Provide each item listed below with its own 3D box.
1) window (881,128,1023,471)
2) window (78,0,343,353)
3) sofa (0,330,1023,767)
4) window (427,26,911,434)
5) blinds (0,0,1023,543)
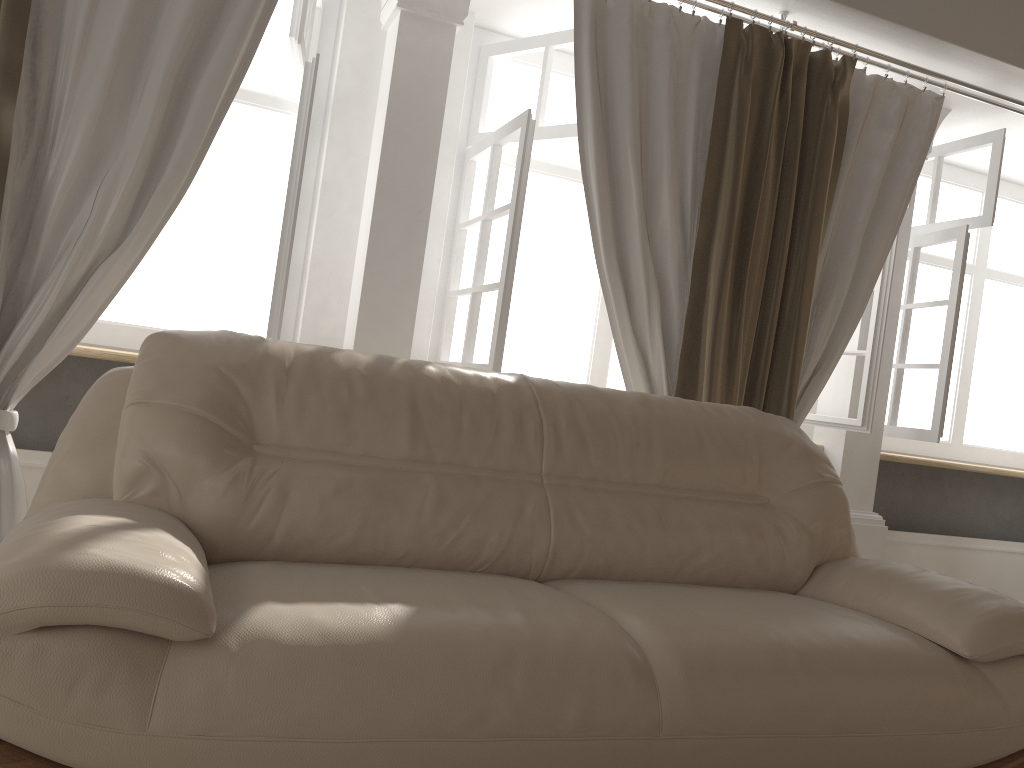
[{"bbox_3d":[2.483,-0.330,4.319,1.653,1.500,0.782,8,0,-21],"label":"window"},{"bbox_3d":[-1.381,-0.876,2.839,1.600,1.500,0.781,8,0,-21],"label":"window"},{"bbox_3d":[0.074,0.432,1.938,2.135,0.900,1.051,8,0,-21],"label":"sofa"},{"bbox_3d":[0.637,-0.590,3.625,1.759,1.500,0.784,8,0,-22],"label":"window"},{"bbox_3d":[0.708,-0.183,3.044,5.765,2.294,0.285,8,0,-21],"label":"blinds"}]
